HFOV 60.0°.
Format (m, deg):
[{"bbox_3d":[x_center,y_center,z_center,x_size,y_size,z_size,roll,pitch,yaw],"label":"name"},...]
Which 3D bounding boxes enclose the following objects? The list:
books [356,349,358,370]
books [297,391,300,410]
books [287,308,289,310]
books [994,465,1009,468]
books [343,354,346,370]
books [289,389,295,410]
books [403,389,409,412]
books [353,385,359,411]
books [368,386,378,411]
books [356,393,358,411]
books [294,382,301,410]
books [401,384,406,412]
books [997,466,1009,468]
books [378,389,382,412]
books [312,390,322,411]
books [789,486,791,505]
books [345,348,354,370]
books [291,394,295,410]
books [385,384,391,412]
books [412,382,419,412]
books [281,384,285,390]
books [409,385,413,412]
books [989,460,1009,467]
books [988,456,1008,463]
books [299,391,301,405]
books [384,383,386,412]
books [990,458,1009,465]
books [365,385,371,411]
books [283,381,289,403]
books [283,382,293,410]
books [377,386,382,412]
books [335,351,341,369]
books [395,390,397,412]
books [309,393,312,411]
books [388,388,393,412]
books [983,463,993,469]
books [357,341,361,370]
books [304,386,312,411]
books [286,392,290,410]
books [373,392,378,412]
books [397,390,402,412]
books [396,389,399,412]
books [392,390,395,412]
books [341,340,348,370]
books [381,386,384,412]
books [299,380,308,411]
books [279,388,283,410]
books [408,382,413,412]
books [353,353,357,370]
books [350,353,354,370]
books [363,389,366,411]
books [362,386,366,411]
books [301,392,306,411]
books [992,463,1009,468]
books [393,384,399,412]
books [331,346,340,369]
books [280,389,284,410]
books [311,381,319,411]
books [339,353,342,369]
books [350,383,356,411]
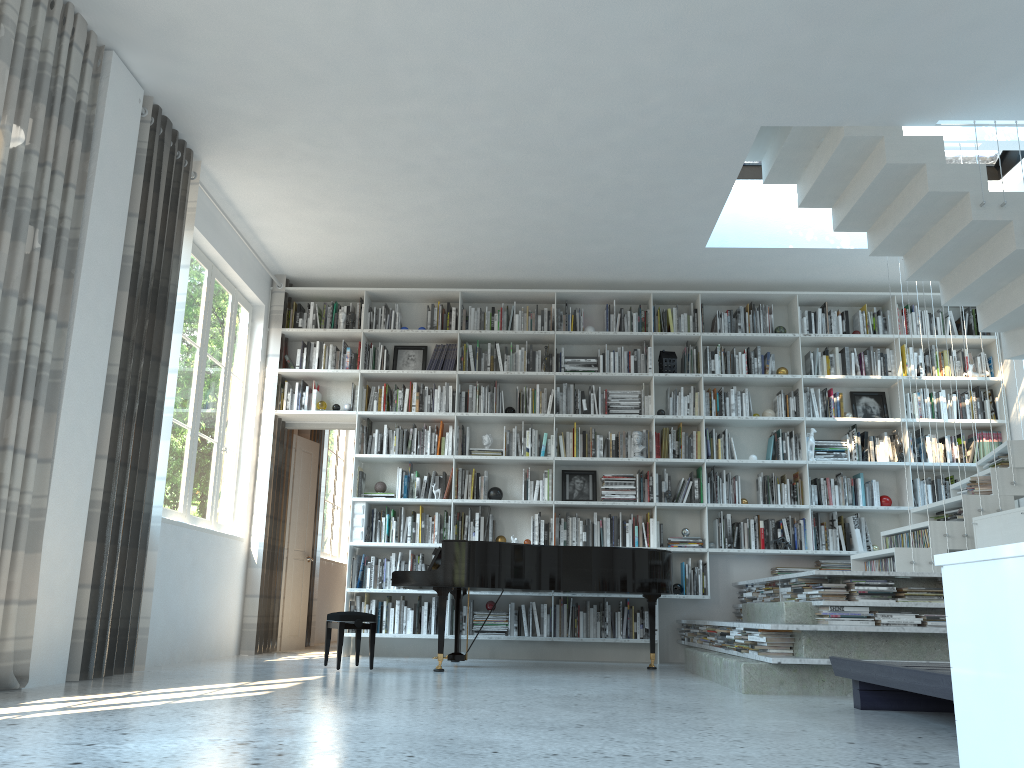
[{"bbox_3d":[-1.361,-0.181,7.888,0.014,0.235,0.144,1,-14,2],"label":"books"},{"bbox_3d":[-1.859,0.179,7.819,0.023,0.213,0.141,1,-14,2],"label":"books"},{"bbox_3d":[-2.019,-0.548,7.995,0.011,0.241,0.151,1,-14,2],"label":"books"},{"bbox_3d":[3.454,0.588,6.174,0.191,0.014,0.244,-3,-15,14],"label":"books"},{"bbox_3d":[-1.468,-0.159,7.879,0.031,0.182,0.151,1,-14,2],"label":"books"},{"bbox_3d":[-1.928,0.169,7.797,0.010,0.219,0.181,1,-14,2],"label":"books"},{"bbox_3d":[-0.918,0.175,7.776,0.047,0.237,0.163,1,-14,2],"label":"books"},{"bbox_3d":[-1.362,0.159,7.809,0.044,0.268,0.134,1,-14,2],"label":"books"},{"bbox_3d":[-1.225,0.163,7.793,0.062,0.257,0.153,1,-14,2],"label":"books"},{"bbox_3d":[-1.322,0.168,7.752,0.021,0.224,0.232,1,-14,2],"label":"books"},{"bbox_3d":[-1.882,0.142,7.812,0.022,0.281,0.157,1,-14,2],"label":"books"},{"bbox_3d":[-0.948,0.157,7.776,0.014,0.272,0.181,1,-14,2],"label":"books"},{"bbox_3d":[3.454,0.602,6.171,0.182,0.013,0.288,-3,-15,15],"label":"books"},{"bbox_3d":[-1.143,0.175,7.775,0.030,0.229,0.172,1,-14,2],"label":"books"},{"bbox_3d":[-1.713,0.174,7.779,0.029,0.210,0.187,1,-14,2],"label":"books"},{"bbox_3d":[2.328,0.935,7.510,0.016,0.230,0.138,1,-14,2],"label":"books"},{"bbox_3d":[-1.438,-0.186,7.862,0.029,0.228,0.191,1,-14,2],"label":"books"},{"bbox_3d":[-1.908,0.193,7.817,0.029,0.184,0.135,1,-14,2],"label":"books"},{"bbox_3d":[-1.088,0.150,7.771,0.011,0.276,0.164,1,-14,2],"label":"books"},{"bbox_3d":[-0.842,0.148,7.759,0.030,0.285,0.185,1,-14,2],"label":"books"},{"bbox_3d":[-2.030,0.140,7.796,0.011,0.272,0.189,1,-14,2],"label":"books"},{"bbox_3d":[-0.869,0.156,7.763,0.023,0.270,0.187,1,-14,2],"label":"books"},{"bbox_3d":[3.463,0.556,6.180,0.176,0.007,0.255,-1,-15,10],"label":"books"},{"bbox_3d":[3.459,0.527,6.189,0.191,0.013,0.244,-2,-15,13],"label":"books"},{"bbox_3d":[-1.843,0.178,7.797,0.011,0.205,0.163,1,-14,2],"label":"books"},{"bbox_3d":[-1.103,0.151,7.782,0.020,0.280,0.165,1,-14,2],"label":"books"},{"bbox_3d":[3.467,0.537,6.184,0.174,0.009,0.240,-2,-15,11],"label":"books"},{"bbox_3d":[-1.262,0.156,7.779,0.012,0.262,0.180,1,-14,2],"label":"books"},{"bbox_3d":[-1.990,0.134,7.832,0.013,0.302,0.135,1,-14,2],"label":"books"},{"bbox_3d":[-1.973,0.139,7.806,0.023,0.281,0.171,1,-14,2],"label":"books"},{"bbox_3d":[-1.162,0.160,7.784,0.010,0.262,0.151,1,-14,2],"label":"books"},{"bbox_3d":[-1.538,-0.174,7.885,0.028,0.211,0.139,1,-14,2],"label":"books"},{"bbox_3d":[-1.005,0.182,7.767,0.014,0.217,0.164,1,-14,2],"label":"books"},{"bbox_3d":[-1.754,0.191,7.811,0.029,0.191,0.135,1,-14,2],"label":"books"},{"bbox_3d":[-1.059,0.168,7.784,0.047,0.249,0.134,1,-14,2],"label":"books"},{"bbox_3d":[3.561,0.590,6.462,0.190,0.015,0.231,-3,-15,15],"label":"books"},{"bbox_3d":[-1.346,-0.213,7.882,0.014,0.293,0.173,1,-14,2],"label":"books"},{"bbox_3d":[-1.780,0.159,7.777,0.021,0.236,0.189,1,-14,2],"label":"books"},{"bbox_3d":[-1.948,0.182,7.803,0.029,0.196,0.161,1,-14,2],"label":"books"},{"bbox_3d":[-1.182,0.188,7.761,0.026,0.194,0.176,1,-14,2],"label":"books"},{"bbox_3d":[-0.971,0.182,7.766,0.031,0.216,0.173,1,-14,2],"label":"books"},{"bbox_3d":[-0.992,0.178,7.774,0.011,0.228,0.170,1,-14,2],"label":"books"},{"bbox_3d":[-1.030,0.179,7.785,0.012,0.230,0.150,1,-14,2],"label":"books"},{"bbox_3d":[-1.489,-0.221,7.878,0.012,0.302,0.189,1,-14,2],"label":"books"},{"bbox_3d":[-1.120,0.164,7.776,0.014,0.252,0.187,1,-14,2],"label":"books"},{"bbox_3d":[-1.830,0.130,7.790,0.013,0.296,0.188,1,-14,2],"label":"books"},{"bbox_3d":[-2.018,0.164,7.801,0.013,0.227,0.179,1,-14,2],"label":"books"},{"bbox_3d":[-0.887,0.145,7.785,0.014,0.303,0.152,1,-14,2],"label":"books"},{"bbox_3d":[-1.381,-0.162,7.869,0.026,0.187,0.154,1,-14,2],"label":"books"},{"bbox_3d":[-1.408,-0.163,7.885,0.029,0.195,0.146,1,-14,2],"label":"books"},{"bbox_3d":[-1.279,0.173,7.785,0.022,0.232,0.151,1,-14,2],"label":"books"},{"bbox_3d":[-1.295,0.165,7.796,0.012,0.253,0.161,1,-14,2],"label":"books"},{"bbox_3d":[-1.813,0.184,7.791,0.024,0.192,0.181,1,-14,2],"label":"books"},{"bbox_3d":[3.462,0.577,6.175,0.187,0.009,0.261,-2,-15,12],"label":"books"},{"bbox_3d":[-1.017,0.156,7.786,0.012,0.276,0.151,1,-14,2],"label":"books"},{"bbox_3d":[-1.567,-0.197,7.873,0.030,0.250,0.166,1,-14,2],"label":"books"},{"bbox_3d":[-2.004,0.167,7.800,0.013,0.221,0.163,1,-14,2],"label":"books"},{"bbox_3d":[-1.732,0.134,7.804,0.013,0.298,0.179,1,-14,2],"label":"books"},{"bbox_3d":[-1.509,-0.164,7.890,0.029,0.197,0.144,1,-14,2],"label":"books"},{"bbox_3d":[-1.391,0.145,7.791,0.012,0.284,0.160,1,-14,2],"label":"books"}]
